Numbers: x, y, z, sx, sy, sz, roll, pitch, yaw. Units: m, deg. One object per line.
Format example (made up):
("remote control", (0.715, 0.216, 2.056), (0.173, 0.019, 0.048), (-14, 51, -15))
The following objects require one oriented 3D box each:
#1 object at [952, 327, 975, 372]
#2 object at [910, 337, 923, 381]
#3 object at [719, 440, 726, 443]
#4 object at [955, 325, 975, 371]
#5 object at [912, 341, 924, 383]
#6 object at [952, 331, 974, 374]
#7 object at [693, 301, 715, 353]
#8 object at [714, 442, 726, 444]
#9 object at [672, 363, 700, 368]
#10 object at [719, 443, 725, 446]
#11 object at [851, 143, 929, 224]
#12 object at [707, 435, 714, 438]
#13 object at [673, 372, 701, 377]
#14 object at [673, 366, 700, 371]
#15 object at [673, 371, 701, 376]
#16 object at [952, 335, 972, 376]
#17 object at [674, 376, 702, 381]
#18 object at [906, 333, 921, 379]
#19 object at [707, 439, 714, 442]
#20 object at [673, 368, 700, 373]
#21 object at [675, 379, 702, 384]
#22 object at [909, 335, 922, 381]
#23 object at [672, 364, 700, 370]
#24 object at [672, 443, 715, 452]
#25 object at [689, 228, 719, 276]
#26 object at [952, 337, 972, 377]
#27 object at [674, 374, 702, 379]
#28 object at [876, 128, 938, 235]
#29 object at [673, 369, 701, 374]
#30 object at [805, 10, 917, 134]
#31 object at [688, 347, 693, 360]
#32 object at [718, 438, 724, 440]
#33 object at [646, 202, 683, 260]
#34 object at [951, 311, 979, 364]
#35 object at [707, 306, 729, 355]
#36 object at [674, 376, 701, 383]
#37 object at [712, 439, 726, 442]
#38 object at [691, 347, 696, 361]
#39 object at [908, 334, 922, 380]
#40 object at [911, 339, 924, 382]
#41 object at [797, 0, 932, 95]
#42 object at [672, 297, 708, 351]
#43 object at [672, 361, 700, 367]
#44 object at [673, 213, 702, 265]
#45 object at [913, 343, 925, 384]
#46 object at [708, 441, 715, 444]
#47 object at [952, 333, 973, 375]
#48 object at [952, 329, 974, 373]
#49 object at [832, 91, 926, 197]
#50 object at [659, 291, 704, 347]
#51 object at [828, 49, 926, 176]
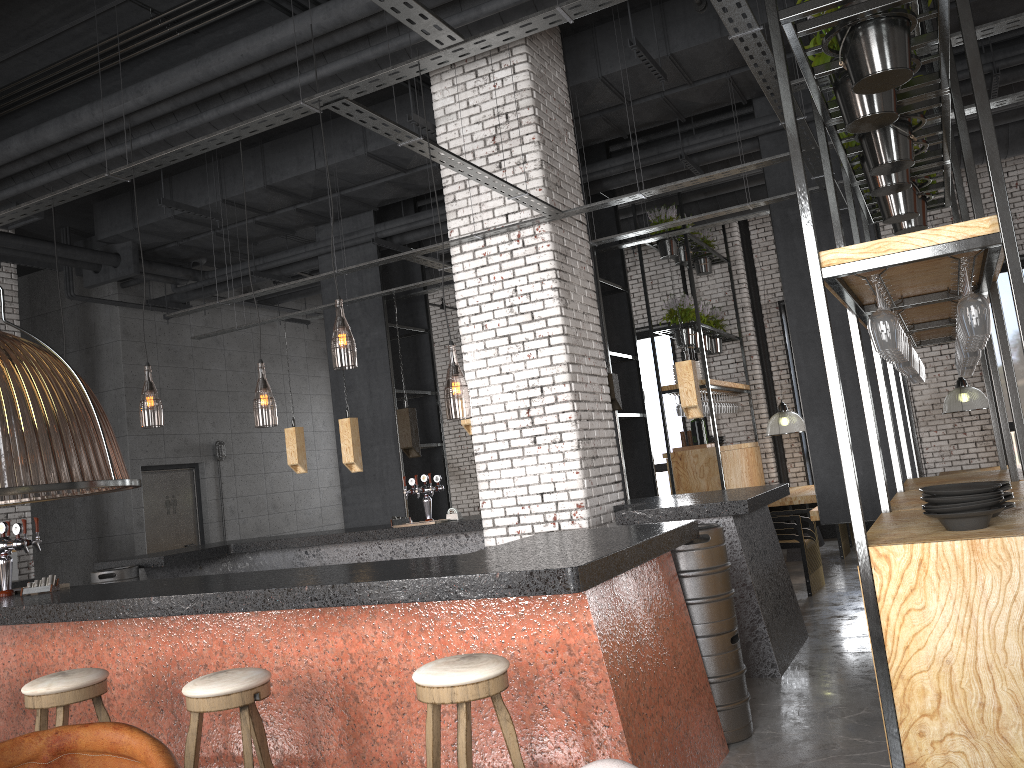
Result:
("object", (2.649, -0.208, 5.202), (0.101, 0.268, 0.100), (-4, -8, -27))
("object", (2.522, -0.154, 5.581), (0.101, 0.268, 0.100), (-6, -7, -11))
("object", (2.542, 0.751, 11.168), (0.305, 0.044, 0.305), (-10, -6, 26))
("object", (2.592, -0.212, 5.088), (0.101, 0.268, 0.100), (-4, -8, -27))
("object", (2.653, -0.144, 5.845), (0.101, 0.268, 0.100), (-6, -7, -11))
("object", (2.776, -0.198, 5.458), (0.101, 0.268, 0.100), (-6, -7, -11))
("object", (2.476, -0.698, 11.717), (0.416, 0.560, 0.466), (-5, -7, -18))
("object", (2.544, 0.766, 11.166), (0.305, 0.041, 0.306), (-12, -8, 43))
("object", (2.090, -0.211, 10.650), (0.335, 0.039, 0.334), (-7, -6, 1))
("object", (2.545, 0.777, 11.166), (0.306, 0.035, 0.305), (-4, -6, -26))
("object", (2.375, -1.301, 5.537), (0.415, 0.560, 0.467), (-11, -8, 34))
("object", (2.361, 0.674, 10.871), (0.257, 0.076, 0.256), (-4, -6, -27))
("object", (2.103, -0.099, 10.637), (0.335, 0.039, 0.334), (-6, -6, -8))
("object", (2.094, -0.172, 10.646), (0.334, 0.041, 0.334), (-7, -6, -5))
("object", (2.102, -0.118, 10.639), (0.335, 0.040, 0.334), (-2, -8, -42))
("object", (2.907, -0.188, 5.721), (0.101, 0.268, 0.100), (-6, -7, -11))
("object", (2.109, -0.060, 10.632), (0.335, 0.037, 0.334), (-6, -6, -8))
("object", (2.338, -0.168, 5.211), (0.101, 0.268, 0.100), (-4, -8, -27))
("object", (2.366, 0.729, 10.864), (0.256, 0.076, 0.257), (-10, -6, 26))
("object", (2.097, -0.153, 10.642), (0.334, 0.043, 0.334), (-8, -6, 9))
("object", (2.114, -0.022, 10.628), (0.335, 0.033, 0.334), (-4, -6, -26))
("object", (2.457, -0.159, 5.449), (0.101, 0.268, 0.100), (-6, -7, -11))
("object", (2.091, -0.191, 10.648), (0.334, 0.044, 0.334), (-7, -6, -4))
("object", (2.164, 0.760, 10.557), (0.411, 0.050, 0.411), (-10, -6, 25))
("object", (2.624, -1.795, 12.281), (0.466, 0.560, 0.416), (-12, -8, 36))
("object", (2.973, -0.183, 5.853), (0.101, 0.268, 0.100), (-6, -7, -11))
("object", (2.106, -0.080, 10.634), (0.335, 0.040, 0.334), (-6, -6, -10))
("object", (2.623, -1.293, 5.922), (0.416, 0.560, 0.467), (-9, -7, 20))
("object", (2.099, -0.134, 10.640), (0.334, 0.039, 0.334), (-11, -7, 33))
("object", (1.468, -1.367, 3.748), (0.416, 0.560, 0.466), (-7, -6, 2))
("object", (2.223, -0.226, 10.927), (0.098, 0.472, 0.098), (-7, -7, 3))
("object", (2.537, 0.713, 11.174), (0.305, 0.037, 0.305), (-10, -6, 27))
("object", (1.899, -1.837, 10.961), (0.416, 0.560, 0.466), (-7, -6, 0))
("object", (2.275, -0.237, 4.450), (0.100, 0.268, 0.101), (-13, -9, 40))
("object", (2.736, -0.687, 12.147), (0.416, 0.560, 0.466), (-1, -9, -45))
("object", (2.110, -0.042, 10.630), (0.334, 0.046, 0.334), (-8, -6, 7))
("object", (2.539, 0.728, 11.172), (0.306, 0.042, 0.305), (-5, -6, -17))
("object", (2.271, -0.223, 11.023), (0.098, 0.472, 0.098), (-7, -7, 3))
("object", (2.395, -0.164, 5.326), (0.101, 0.268, 0.100), (-4, -8, -27))
("object", (2.588, -0.149, 5.713), (0.101, 0.268, 0.100), (-6, -7, -11))
("object", (1.344, -1.394, 3.317), (0.467, 0.560, 0.415), (-4, -7, -24))
("object", (2.269, -0.715, 11.285), (0.416, 0.560, 0.467), (-9, -7, 20))
("object", (2.087, -0.230, 10.653), (0.334, 0.039, 0.334), (-7, -6, 0))
("object", (2.163, -1.824, 11.413), (0.467, 0.560, 0.415), (-5, -7, -16))
("object", (2.719, -0.139, 5.977), (0.101, 0.268, 0.100), (-6, -7, -11))
("object", (2.370, 0.752, 10.861), (0.256, 0.067, 0.257), (-11, -7, 33))
("object", (2.842, -0.193, 5.589), (0.101, 0.268, 0.100), (-6, -7, -11))
("object", (2.710, -0.203, 5.326), (0.101, 0.268, 0.100), (-6, -7, -11))
("object", (2.014, -1.326, 4.838), (0.416, 0.560, 0.466), (-6, -6, -7))
("object", (2.078, -0.738, 10.818), (0.467, 0.560, 0.415), (-6, -6, -9))
("object", (1.846, -1.345, 4.436), (0.467, 0.560, 0.415), (-4, -7, -25))
